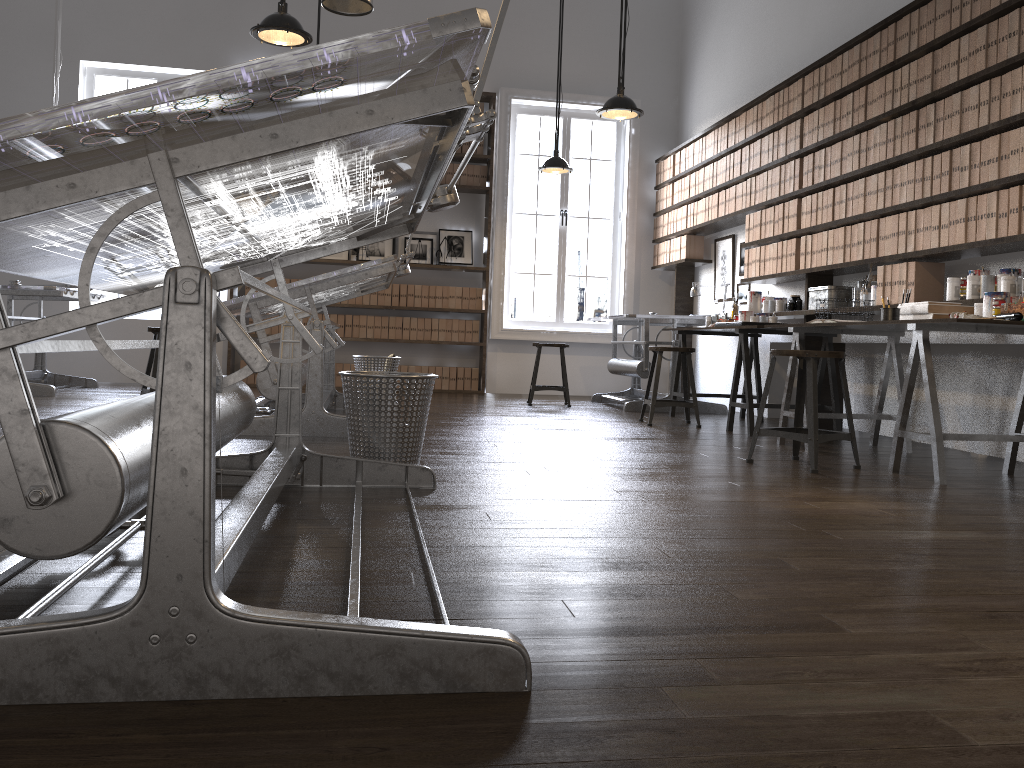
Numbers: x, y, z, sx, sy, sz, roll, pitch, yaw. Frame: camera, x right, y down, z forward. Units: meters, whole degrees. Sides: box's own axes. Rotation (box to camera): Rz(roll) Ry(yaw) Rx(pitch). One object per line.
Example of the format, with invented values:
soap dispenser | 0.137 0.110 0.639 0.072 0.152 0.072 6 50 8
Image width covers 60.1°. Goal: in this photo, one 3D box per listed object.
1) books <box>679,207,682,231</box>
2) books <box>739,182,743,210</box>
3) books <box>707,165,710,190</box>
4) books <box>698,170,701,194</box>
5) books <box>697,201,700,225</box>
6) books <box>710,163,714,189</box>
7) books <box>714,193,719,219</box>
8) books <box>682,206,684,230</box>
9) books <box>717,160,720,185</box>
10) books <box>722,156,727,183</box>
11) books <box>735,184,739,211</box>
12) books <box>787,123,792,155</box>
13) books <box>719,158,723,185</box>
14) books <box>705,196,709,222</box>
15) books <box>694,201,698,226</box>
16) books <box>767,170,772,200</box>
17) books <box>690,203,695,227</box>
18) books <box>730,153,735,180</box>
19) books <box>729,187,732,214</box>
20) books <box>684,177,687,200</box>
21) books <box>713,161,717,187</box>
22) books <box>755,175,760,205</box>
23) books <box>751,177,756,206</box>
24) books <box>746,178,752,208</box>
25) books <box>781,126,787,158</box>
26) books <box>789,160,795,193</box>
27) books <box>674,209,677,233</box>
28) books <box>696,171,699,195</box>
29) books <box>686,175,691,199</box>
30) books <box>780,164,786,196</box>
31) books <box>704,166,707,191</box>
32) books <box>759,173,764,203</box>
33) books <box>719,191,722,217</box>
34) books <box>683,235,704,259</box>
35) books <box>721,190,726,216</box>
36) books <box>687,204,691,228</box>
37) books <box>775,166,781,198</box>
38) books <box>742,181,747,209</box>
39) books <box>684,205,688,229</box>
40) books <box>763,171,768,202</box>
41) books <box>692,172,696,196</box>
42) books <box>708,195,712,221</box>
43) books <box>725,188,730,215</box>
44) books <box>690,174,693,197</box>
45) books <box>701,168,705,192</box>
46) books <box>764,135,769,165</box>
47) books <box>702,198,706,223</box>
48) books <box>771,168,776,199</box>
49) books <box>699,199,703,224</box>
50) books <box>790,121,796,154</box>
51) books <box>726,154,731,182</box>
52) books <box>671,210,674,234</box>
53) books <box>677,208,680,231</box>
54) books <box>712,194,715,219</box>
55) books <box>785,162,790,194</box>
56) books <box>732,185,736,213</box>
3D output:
books | 1.665 -1.542 8.318 0.174 0.226 0.067 2 0 -9
books | 1.884 -1.467 6.985 0.174 0.225 0.067 2 0 -9
books | 1.782 -1.777 7.669 0.174 0.225 0.067 2 0 -9
books | 1.752 -1.786 7.863 0.174 0.226 0.067 2 0 -9
books | 1.740 -1.512 7.875 0.174 0.226 0.067 2 0 -9
books | 1.792 -1.773 7.597 0.174 0.226 0.067 2 0 -9
books | 1.803 -1.492 7.463 0.174 0.226 0.067 2 0 -9
books | 1.676 -1.538 8.244 0.174 0.225 0.067 2 0 -9
books | 1.820 -1.766 7.460 0.174 0.226 0.067 2 0 -9
books | 1.836 -1.759 7.318 0.174 0.226 0.067 2 0 -9
books | 1.876 -1.471 7.047 0.174 0.225 0.067 2 0 -9
books | 2.025 -1.703 6.214 0.174 0.225 0.067 2 0 -9
books | 1.828 -1.763 7.390 0.174 0.226 0.067 2 0 -9
books | 1.768 -1.502 7.663 0.174 0.226 0.067 2 0 -9
books | 1.727 -1.516 7.944 0.174 0.226 0.067 2 0 -9
books | 1.968 -1.449 6.486 0.174 0.225 0.067 2 0 -9
books | 1.712 -1.519 8.013 0.174 0.226 0.067 2 0 -9
books | 1.863 -1.752 7.185 0.174 0.225 0.067 2 0 -9
books | 1.855 -1.477 7.179 0.174 0.226 0.067 2 0 -9
books | 1.693 -1.804 8.221 0.174 0.225 0.067 2 0 -9
books | 1.807 -1.770 7.528 0.174 0.226 0.067 2 0 -9
books | 1.937 -1.460 6.696 0.174 0.226 0.067 2 0 -9
books | 1.921 -1.463 6.764 0.174 0.226 0.067 2 0 -9
books | 1.906 -1.467 6.835 0.174 0.226 0.067 2 0 -9
books | 2.009 -1.707 6.279 0.174 0.226 0.067 2 0 -9
books | 2.022 -1.433 6.151 0.174 0.226 0.067 2 0 -9
books | 1.640 -1.549 8.456 0.174 0.226 0.067 2 0 -9
books | 1.741 -1.790 7.933 0.174 0.226 0.067 2 0 -9
books | 1.700 -1.801 8.147 0.174 0.226 0.067 2 0 -9
books | 2.003 -1.440 6.292 0.174 0.226 0.067 2 0 -9
books | 1.773 -1.780 7.731 0.174 0.225 0.067 2 0 -9
books | 1.946 -1.456 6.627 0.174 0.226 0.067 2 0 -9
books | 1.821 -1.488 7.390 0.174 0.226 0.067 2 0 -9
books | 1.677 -1.258 8.181 0.174 0.226 0.067 2 0 -9
books | 1.828 -1.484 7.319 0.174 0.226 0.067 2 0 -9
books | 1.700 -1.523 8.094 0.174 0.225 0.067 2 0 -9
books | 1.986 -1.443 6.358 0.174 0.226 0.067 2 0 -9
books | 1.894 -1.464 6.913 0.174 0.226 0.067 2 0 -9
books | 1.682 -1.535 8.181 0.174 0.226 0.067 2 0 -9
books | 1.954 -1.453 6.557 0.174 0.226 0.067 2 0 -9
books | 1.725 -1.794 8.003 0.174 0.226 0.067 2 0 -9
books | 1.783 -1.499 7.601 0.174 0.225 0.067 2 0 -9
books | 1.843 -1.481 7.249 0.174 0.226 0.067 2 0 -9
books | 1.718 -1.797 8.073 0.174 0.226 0.067 2 0 -9
books | 1.757 -1.783 7.796 0.174 0.226 0.067 2 0 -9
books | 1.966 -1.721 6.558 0.174 0.225 0.067 2 0 -9
books | 1.757 -1.505 7.734 0.174 0.226 0.067 2 0 -9
books | 1.979 -1.446 6.424 0.174 0.225 0.067 2 0 -9
books | 1.748 -1.509 7.806 0.174 0.226 0.067 2 0 -9
books | 2.033 -1.700 6.152 0.174 0.225 0.067 2 0 -9
books | 1.848 -1.756 7.247 0.174 0.226 0.067 2 0 -9
books | 1.625 -1.552 8.527 0.174 0.226 0.067 2 0 -9
books | 1.656 -1.545 8.388 0.174 0.226 0.067 2 0 -9
books | 1.796 -1.495 7.537 0.174 0.225 0.067 2 0 -9
books | 2.014 -1.436 6.222 0.174 0.226 0.067 2 0 -9
books | 1.860 -1.474 7.112 0.174 0.226 0.067 2 0 -9
